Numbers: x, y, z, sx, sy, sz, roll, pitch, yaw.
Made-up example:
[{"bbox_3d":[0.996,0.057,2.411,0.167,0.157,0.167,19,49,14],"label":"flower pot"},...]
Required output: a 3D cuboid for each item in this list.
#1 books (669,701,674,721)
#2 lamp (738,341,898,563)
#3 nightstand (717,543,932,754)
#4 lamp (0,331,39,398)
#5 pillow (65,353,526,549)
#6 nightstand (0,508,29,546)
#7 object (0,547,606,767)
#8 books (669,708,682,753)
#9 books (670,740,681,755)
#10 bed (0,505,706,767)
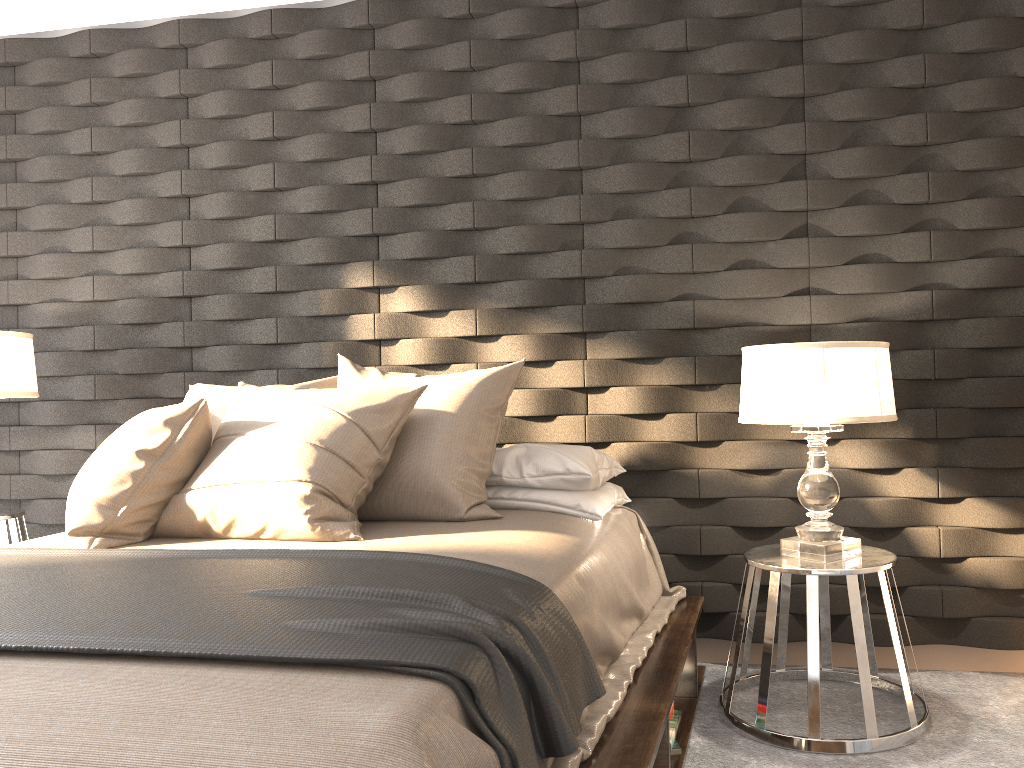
[{"bbox_3d":[0.357,0.922,2.438,0.155,0.021,0.230,-2,-1,15],"label":"books"},{"bbox_3d":[0.917,0.200,2.644,0.486,0.631,0.446,-1,-1,-24],"label":"lamp"},{"bbox_3d":[0.926,0.750,2.651,0.654,0.472,0.587,-1,-1,-38],"label":"nightstand"},{"bbox_3d":[-1.929,0.139,3.078,0.491,0.631,0.440,0,-1,-44],"label":"lamp"},{"bbox_3d":[-0.667,0.154,2.534,1.226,0.518,0.923,-2,-1,14],"label":"pillow"},{"bbox_3d":[-1.903,0.757,3.061,0.528,0.603,0.574,-2,-1,26],"label":"nightstand"},{"bbox_3d":[-0.867,0.528,1.689,2.009,0.322,0.631,-1,-1,11],"label":"object"},{"bbox_3d":[0.358,0.947,2.422,0.189,0.028,0.252,-2,-1,15],"label":"books"},{"bbox_3d":[0.339,0.969,2.416,0.196,0.014,0.251,-1,-1,-7],"label":"books"},{"bbox_3d":[-0.730,0.708,2.132,2.238,0.624,2.349,-2,-1,14],"label":"bed"}]
